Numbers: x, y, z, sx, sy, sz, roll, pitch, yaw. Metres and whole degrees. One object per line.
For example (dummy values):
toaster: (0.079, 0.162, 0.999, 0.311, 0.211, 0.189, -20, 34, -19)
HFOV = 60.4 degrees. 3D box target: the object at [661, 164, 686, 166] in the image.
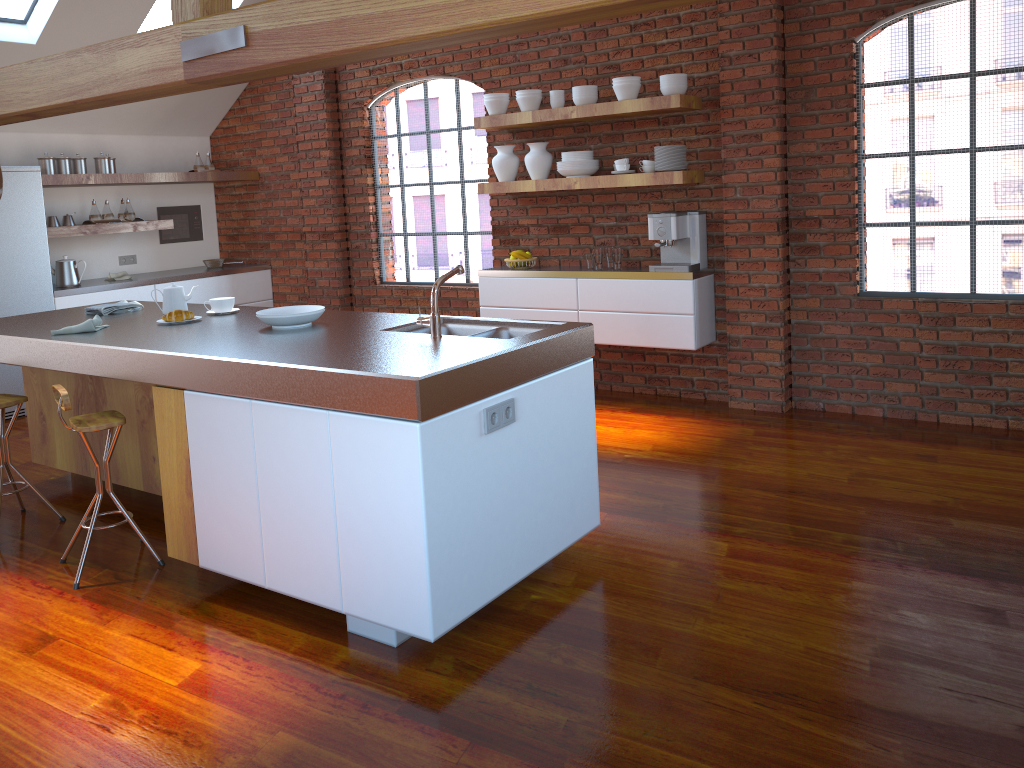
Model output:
object: (0.984, -1.350, 5.455, 0.196, 0.013, 0.196, -13, 16, -37)

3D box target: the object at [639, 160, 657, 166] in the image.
object: (0.877, -1.397, 5.602, 0.092, 0.058, 0.101, -9, 12, -31)

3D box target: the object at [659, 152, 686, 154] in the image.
object: (0.980, -1.423, 5.448, 0.196, 0.013, 0.196, -13, 16, -37)

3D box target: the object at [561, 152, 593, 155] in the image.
object: (0.434, -1.498, 5.824, 0.214, 0.054, 0.217, 3, 13, 26)

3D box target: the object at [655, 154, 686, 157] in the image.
object: (0.981, -1.409, 5.450, 0.196, 0.013, 0.196, -13, 16, -37)

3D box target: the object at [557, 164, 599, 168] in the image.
object: (0.438, -1.419, 5.832, 0.281, 0.054, 0.287, 1, 13, 18)

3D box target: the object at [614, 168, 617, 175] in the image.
object: (0.718, -1.397, 5.787, 0.092, 0.046, 0.100, 0, 12, 14)

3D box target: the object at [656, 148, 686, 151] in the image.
object: (0.979, -1.446, 5.446, 0.196, 0.013, 0.196, -13, 16, -37)

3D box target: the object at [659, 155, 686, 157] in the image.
object: (0.981, -1.405, 5.450, 0.196, 0.013, 0.196, -13, 16, -37)

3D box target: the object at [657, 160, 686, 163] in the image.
object: (0.983, -1.374, 5.453, 0.196, 0.013, 0.196, -13, 16, -37)

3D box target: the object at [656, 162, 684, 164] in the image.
object: (0.983, -1.364, 5.454, 0.196, 0.013, 0.196, -13, 16, -37)

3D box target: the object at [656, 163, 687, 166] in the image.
object: (0.984, -1.355, 5.455, 0.196, 0.013, 0.196, -13, 16, -37)

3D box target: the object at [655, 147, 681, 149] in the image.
object: (0.979, -1.455, 5.445, 0.196, 0.013, 0.196, -13, 16, -37)

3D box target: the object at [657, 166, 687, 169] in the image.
object: (0.985, -1.337, 5.457, 0.196, 0.013, 0.196, -13, 16, -37)

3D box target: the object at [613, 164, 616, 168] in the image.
object: (0.711, -1.429, 5.784, 0.092, 0.058, 0.102, -2, 11, 4)

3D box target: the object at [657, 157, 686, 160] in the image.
object: (0.982, -1.392, 5.451, 0.196, 0.013, 0.196, -13, 16, -37)

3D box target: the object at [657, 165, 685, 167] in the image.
object: (0.985, -1.345, 5.456, 0.196, 0.013, 0.196, -13, 16, -37)

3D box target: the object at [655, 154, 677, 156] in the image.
object: (0.981, -1.413, 5.449, 0.196, 0.013, 0.196, -13, 16, -37)

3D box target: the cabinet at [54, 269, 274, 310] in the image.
cabinet: (-3.025, -0.463, 7.429, 0.713, 0.806, 2.014, 3, 13, 34)

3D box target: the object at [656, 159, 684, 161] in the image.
object: (0.983, -1.382, 5.452, 0.196, 0.013, 0.196, -13, 16, -37)

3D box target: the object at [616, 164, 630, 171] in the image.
object: (0.705, -1.372, 5.601, 0.092, 0.046, 0.100, 3, 13, 29)

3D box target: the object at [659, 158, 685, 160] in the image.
object: (0.982, -1.387, 5.452, 0.196, 0.013, 0.196, -13, 16, -37)

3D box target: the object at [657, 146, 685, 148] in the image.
object: (0.978, -1.459, 5.445, 0.196, 0.013, 0.196, -13, 16, -37)

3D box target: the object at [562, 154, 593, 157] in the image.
object: (0.435, -1.489, 5.825, 0.214, 0.054, 0.217, 3, 13, 26)

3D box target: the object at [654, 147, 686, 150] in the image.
object: (0.979, -1.450, 5.446, 0.196, 0.013, 0.196, -13, 16, -37)

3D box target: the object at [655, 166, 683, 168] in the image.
object: (0.985, -1.341, 5.456, 0.196, 0.013, 0.196, -13, 16, -37)

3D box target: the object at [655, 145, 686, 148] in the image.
object: (0.978, -1.464, 5.444, 0.196, 0.013, 0.196, -13, 16, -37)

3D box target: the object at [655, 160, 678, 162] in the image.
object: (0.983, -1.377, 5.453, 0.196, 0.013, 0.196, -13, 16, -37)

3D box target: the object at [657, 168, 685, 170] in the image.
object: (0.985, -1.328, 5.458, 0.196, 0.013, 0.196, -13, 16, -37)

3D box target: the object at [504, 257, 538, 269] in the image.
object: (0.066, -0.851, 6.207, 0.235, 0.070, 0.239, -5, 12, -7)

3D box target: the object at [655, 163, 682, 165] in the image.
object: (0.984, -1.360, 5.454, 0.196, 0.013, 0.196, -13, 16, -37)

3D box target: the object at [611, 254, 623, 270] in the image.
object: (0.684, -0.791, 5.705, 0.078, 0.103, 0.078, -10, 11, -42)

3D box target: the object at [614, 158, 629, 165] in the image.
object: (0.697, -1.404, 5.599, 0.092, 0.058, 0.102, 0, 11, 18)

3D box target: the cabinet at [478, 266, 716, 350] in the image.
cabinet: (0.530, -0.539, 5.921, 1.626, 0.469, 0.342, 5, 11, 35)

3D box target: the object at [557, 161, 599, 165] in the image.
object: (0.437, -1.438, 5.830, 0.281, 0.054, 0.287, 1, 13, 18)

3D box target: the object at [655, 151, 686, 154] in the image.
object: (0.980, -1.427, 5.448, 0.196, 0.013, 0.196, -13, 16, -37)

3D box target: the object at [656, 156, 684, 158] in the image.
object: (0.982, -1.400, 5.451, 0.196, 0.013, 0.196, -13, 16, -37)

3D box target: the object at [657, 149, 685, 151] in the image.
object: (0.979, -1.441, 5.447, 0.196, 0.013, 0.196, -13, 16, -37)

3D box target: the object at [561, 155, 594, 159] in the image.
object: (0.435, -1.479, 5.826, 0.214, 0.054, 0.217, 3, 13, 26)

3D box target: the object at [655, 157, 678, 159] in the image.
object: (0.982, -1.395, 5.451, 0.196, 0.013, 0.196, -13, 16, -37)

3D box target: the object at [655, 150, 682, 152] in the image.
object: (0.980, -1.437, 5.447, 0.196, 0.013, 0.196, -13, 16, -37)

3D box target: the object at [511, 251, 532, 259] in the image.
object: (0.072, -0.894, 6.155, 0.184, 0.084, 0.067, -7, 9, -17)

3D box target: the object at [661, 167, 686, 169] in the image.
object: (0.985, -1.332, 5.457, 0.196, 0.013, 0.196, -13, 16, -37)

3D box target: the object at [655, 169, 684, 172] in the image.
object: (0.986, -1.323, 5.458, 0.196, 0.013, 0.196, -13, 16, -37)

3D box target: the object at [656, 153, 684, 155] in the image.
object: (0.981, -1.418, 5.449, 0.196, 0.013, 0.196, -13, 16, -37)

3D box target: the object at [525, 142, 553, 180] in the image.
object: (0.183, -1.520, 6.014, 0.192, 0.246, 0.195, -2, 8, 7)

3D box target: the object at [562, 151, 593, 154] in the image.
object: (0.434, -1.508, 5.823, 0.214, 0.054, 0.217, 3, 13, 26)

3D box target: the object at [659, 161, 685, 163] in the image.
object: (0.983, -1.369, 5.454, 0.196, 0.013, 0.196, -13, 16, -37)

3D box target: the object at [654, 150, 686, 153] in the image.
object: (0.980, -1.432, 5.447, 0.196, 0.013, 0.196, -13, 16, -37)

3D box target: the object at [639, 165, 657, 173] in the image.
object: (0.874, -1.365, 5.601, 0.092, 0.046, 0.100, -7, 12, -20)
